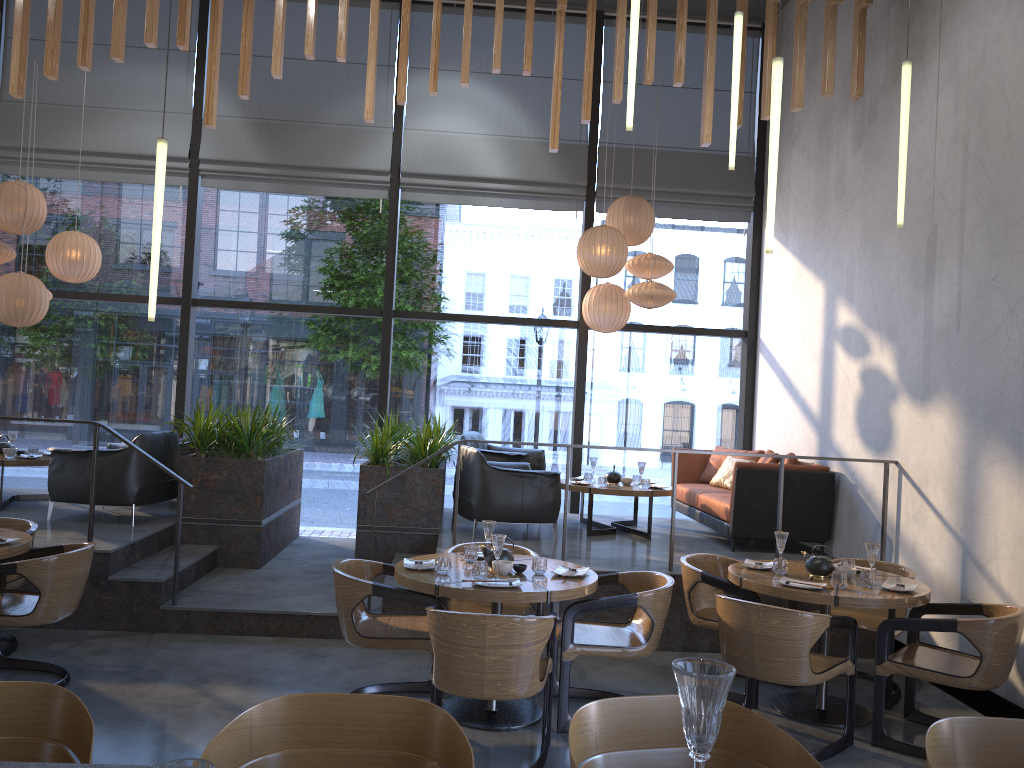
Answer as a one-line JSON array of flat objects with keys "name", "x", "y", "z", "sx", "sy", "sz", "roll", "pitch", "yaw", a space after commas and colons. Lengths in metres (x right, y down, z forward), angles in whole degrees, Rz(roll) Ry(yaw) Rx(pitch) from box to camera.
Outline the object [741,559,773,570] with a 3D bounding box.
[{"name": "object", "x": 1.466, "y": 1.086, "z": 5.299, "sx": 0.170, "sy": 0.025, "sz": 0.294, "roll": 2, "pitch": -1, "yaw": 22}]

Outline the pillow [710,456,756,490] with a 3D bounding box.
[{"name": "pillow", "x": 2.149, "y": 0.869, "z": 8.689, "sx": 0.289, "sy": 0.311, "sz": 0.393, "roll": 4, "pitch": -1, "yaw": -23}]

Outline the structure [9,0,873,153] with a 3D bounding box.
[{"name": "structure", "x": -2.279, "y": -1.387, "z": 1.462, "sx": 10.399, "sy": 5.894, "sz": 10.127, "roll": 3, "pitch": -1, "yaw": -3}]

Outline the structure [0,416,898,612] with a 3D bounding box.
[{"name": "structure", "x": -2.759, "y": -0.638, "z": 1.523, "sx": 11.718, "sy": 4.117, "sz": 9.054, "roll": 3, "pitch": -1, "yaw": -4}]

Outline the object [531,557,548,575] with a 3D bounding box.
[{"name": "object", "x": 0.148, "y": 0.974, "z": 4.748, "sx": 0.086, "sy": 0.086, "sz": 0.086, "roll": 3, "pitch": -1, "yaw": -1}]

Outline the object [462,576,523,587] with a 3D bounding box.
[{"name": "object", "x": -0.101, "y": 0.984, "z": 4.387, "sx": 0.294, "sy": 0.025, "sz": 0.170, "roll": 3, "pitch": -1, "yaw": -6}]

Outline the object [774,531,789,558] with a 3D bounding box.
[{"name": "object", "x": 1.585, "y": 0.989, "z": 5.230, "sx": 0.082, "sy": 0.227, "sz": 0.082, "roll": 4, "pitch": -2, "yaw": -32}]

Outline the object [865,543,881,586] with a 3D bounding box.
[{"name": "object", "x": 2.007, "y": 1.005, "z": 4.945, "sx": 0.082, "sy": 0.227, "sz": 0.082, "roll": 3, "pitch": -1, "yaw": 19}]

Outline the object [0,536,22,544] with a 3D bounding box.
[{"name": "object", "x": -2.814, "y": 0.850, "z": 4.758, "sx": 0.170, "sy": 0.025, "sz": 0.294, "roll": 3, "pitch": -1, "yaw": 16}]

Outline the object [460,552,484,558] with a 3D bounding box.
[{"name": "object", "x": -0.161, "y": 0.998, "z": 5.172, "sx": 0.294, "sy": 0.025, "sz": 0.170, "roll": 3, "pitch": -1, "yaw": -19}]

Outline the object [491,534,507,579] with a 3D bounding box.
[{"name": "object", "x": -0.074, "y": 0.886, "z": 4.536, "sx": 0.082, "sy": 0.227, "sz": 0.082, "roll": 4, "pitch": -2, "yaw": -34}]

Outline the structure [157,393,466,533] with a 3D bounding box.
[{"name": "structure", "x": -5.866, "y": 0.622, "z": 3.450, "sx": 4.306, "sy": 1.608, "sz": 15.715, "roll": 2, "pitch": -2, "yaw": 35}]

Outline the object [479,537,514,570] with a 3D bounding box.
[{"name": "object", "x": -0.069, "y": 0.918, "z": 4.837, "sx": 0.168, "sy": 0.179, "sz": 0.163, "roll": 2, "pitch": -2, "yaw": 35}]

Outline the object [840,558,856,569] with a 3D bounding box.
[{"name": "object", "x": 1.990, "y": 1.082, "z": 5.254, "sx": 0.086, "sy": 0.086, "sz": 0.086, "roll": 3, "pitch": -1, "yaw": -9}]

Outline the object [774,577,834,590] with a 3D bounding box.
[{"name": "object", "x": 1.576, "y": 1.080, "z": 4.761, "sx": 0.294, "sy": 0.025, "sz": 0.170, "roll": 2, "pitch": -2, "yaw": 35}]

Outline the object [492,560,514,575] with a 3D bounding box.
[{"name": "object", "x": -0.050, "y": 0.973, "z": 4.689, "sx": 0.116, "sy": 0.065, "sz": 0.116, "roll": 4, "pitch": -1, "yaw": -25}]

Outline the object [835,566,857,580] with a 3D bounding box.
[{"name": "object", "x": 1.905, "y": 1.084, "z": 5.066, "sx": 0.116, "sy": 0.065, "sz": 0.116, "roll": 2, "pitch": -1, "yaw": 22}]

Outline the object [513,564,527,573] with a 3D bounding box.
[{"name": "object", "x": 0.041, "y": 0.991, "z": 4.750, "sx": 0.080, "sy": 0.042, "sz": 0.080, "roll": 4, "pitch": -2, "yaw": -39}]

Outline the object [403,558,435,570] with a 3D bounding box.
[{"name": "object", "x": -0.495, "y": 0.971, "z": 4.738, "sx": 0.170, "sy": 0.025, "sz": 0.294, "roll": 3, "pitch": -1, "yaw": -6}]

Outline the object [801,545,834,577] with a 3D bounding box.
[{"name": "object", "x": 1.782, "y": 1.022, "z": 5.145, "sx": 0.168, "sy": 0.179, "sz": 0.163, "roll": 3, "pitch": -1, "yaw": 1}]

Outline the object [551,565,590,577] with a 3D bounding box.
[{"name": "object", "x": 0.308, "y": 1.014, "z": 4.766, "sx": 0.170, "sy": 0.025, "sz": 0.294, "roll": 3, "pitch": -1, "yaw": 16}]

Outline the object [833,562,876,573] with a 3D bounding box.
[{"name": "object", "x": 2.080, "y": 1.121, "z": 5.388, "sx": 0.170, "sy": 0.025, "sz": 0.294, "roll": 4, "pitch": -2, "yaw": -33}]

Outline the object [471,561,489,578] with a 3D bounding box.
[{"name": "object", "x": -0.163, "y": 0.953, "z": 4.526, "sx": 0.086, "sy": 0.086, "sz": 0.086, "roll": 2, "pitch": -1, "yaw": 22}]

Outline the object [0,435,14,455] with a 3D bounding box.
[{"name": "object", "x": -4.528, "y": 0.540, "z": 7.908, "sx": 0.163, "sy": 0.179, "sz": 0.168, "roll": 4, "pitch": -2, "yaw": -38}]

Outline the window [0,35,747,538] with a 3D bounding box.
[{"name": "window", "x": -2.996, "y": -1.388, "z": 2.909, "sx": 12.739, "sy": 5.897, "sz": 12.900, "roll": 3, "pitch": -1, "yaw": -3}]

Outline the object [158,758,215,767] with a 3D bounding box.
[{"name": "object", "x": -0.403, "y": 0.515, "z": 1.086, "sx": 0.086, "sy": 0.086, "sz": 0.086, "roll": 4, "pitch": -1, "yaw": -28}]

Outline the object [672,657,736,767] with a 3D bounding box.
[{"name": "object", "x": 0.244, "y": 0.480, "z": 1.150, "sx": 0.082, "sy": 0.227, "sz": 0.082, "roll": 2, "pitch": -2, "yaw": 31}]

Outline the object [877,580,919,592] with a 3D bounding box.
[{"name": "object", "x": 2.098, "y": 1.109, "z": 4.829, "sx": 0.170, "sy": 0.025, "sz": 0.294, "roll": 2, "pitch": -2, "yaw": 35}]

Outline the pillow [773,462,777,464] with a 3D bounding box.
[{"name": "pillow", "x": 2.072, "y": 0.833, "z": 7.506, "sx": 0.242, "sy": 0.345, "sz": 0.418, "roll": 2, "pitch": -2, "yaw": 37}]

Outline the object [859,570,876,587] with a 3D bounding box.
[{"name": "object", "x": 1.954, "y": 1.071, "z": 4.873, "sx": 0.086, "sy": 0.086, "sz": 0.086, "roll": 4, "pitch": -1, "yaw": -27}]

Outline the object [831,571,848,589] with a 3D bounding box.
[{"name": "object", "x": 1.764, "y": 1.059, "z": 4.782, "sx": 0.086, "sy": 0.086, "sz": 0.086, "roll": 4, "pitch": -2, "yaw": -32}]

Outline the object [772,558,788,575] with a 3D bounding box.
[{"name": "object", "x": 1.550, "y": 1.056, "z": 5.128, "sx": 0.086, "sy": 0.086, "sz": 0.086, "roll": 3, "pitch": -1, "yaw": 20}]
